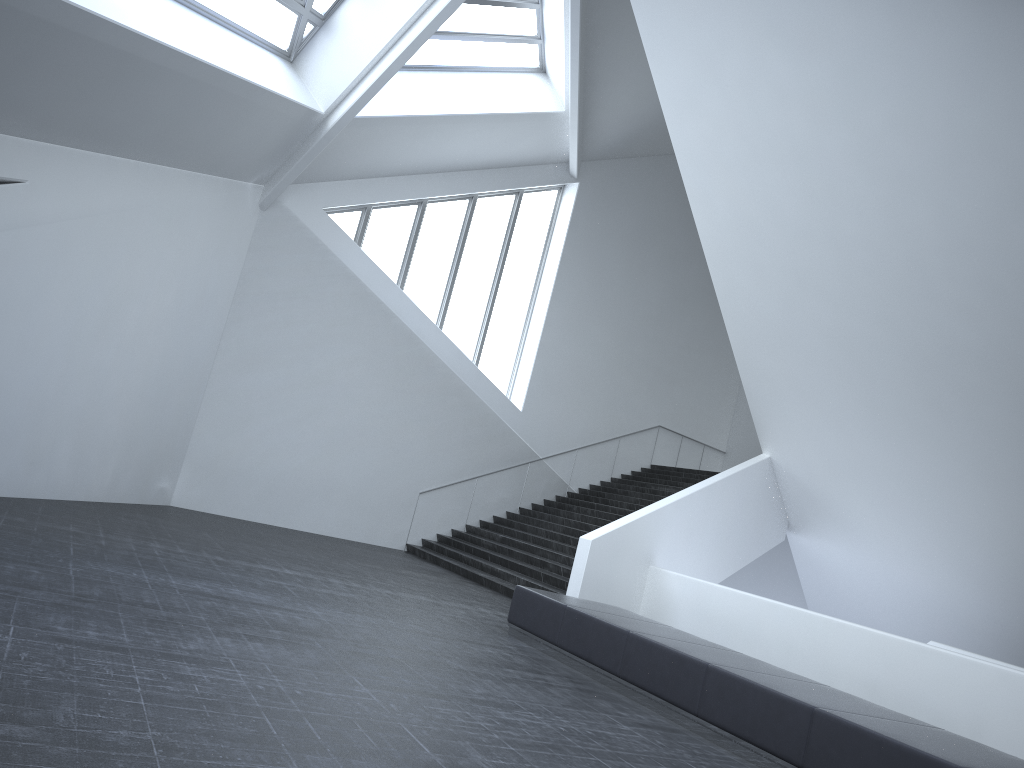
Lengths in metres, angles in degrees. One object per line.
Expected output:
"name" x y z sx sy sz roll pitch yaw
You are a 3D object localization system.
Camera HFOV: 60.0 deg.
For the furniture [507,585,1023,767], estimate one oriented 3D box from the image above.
"furniture" 1.918 2.795 8.101 1.488 0.580 5.742 18 -9 -26
